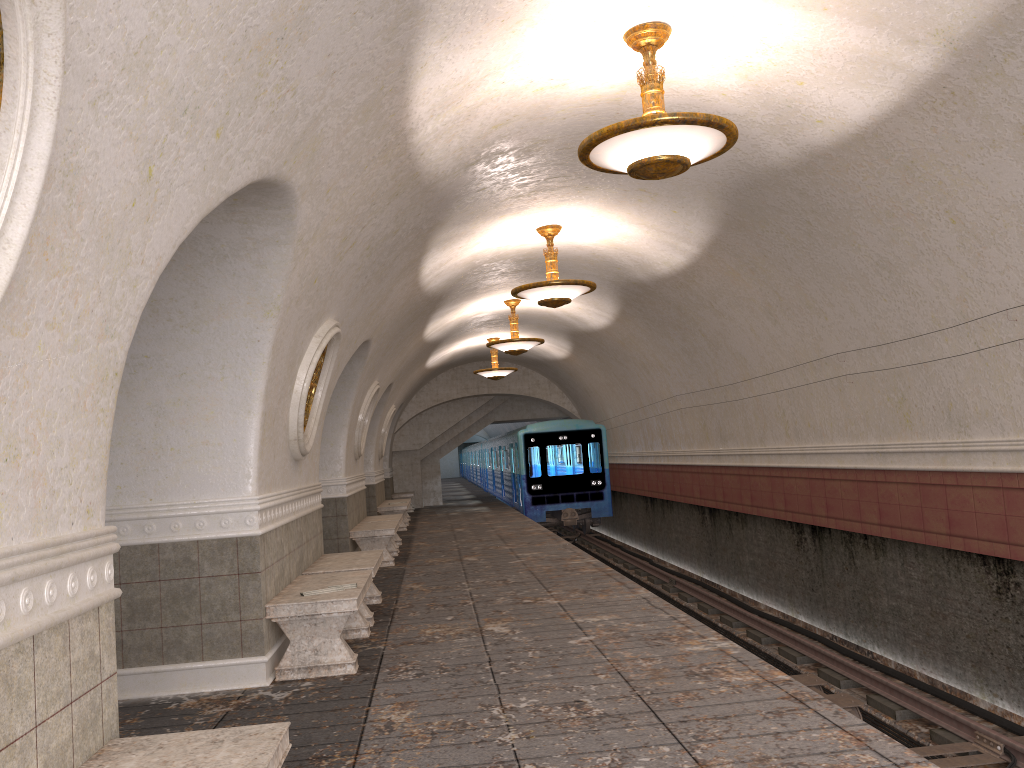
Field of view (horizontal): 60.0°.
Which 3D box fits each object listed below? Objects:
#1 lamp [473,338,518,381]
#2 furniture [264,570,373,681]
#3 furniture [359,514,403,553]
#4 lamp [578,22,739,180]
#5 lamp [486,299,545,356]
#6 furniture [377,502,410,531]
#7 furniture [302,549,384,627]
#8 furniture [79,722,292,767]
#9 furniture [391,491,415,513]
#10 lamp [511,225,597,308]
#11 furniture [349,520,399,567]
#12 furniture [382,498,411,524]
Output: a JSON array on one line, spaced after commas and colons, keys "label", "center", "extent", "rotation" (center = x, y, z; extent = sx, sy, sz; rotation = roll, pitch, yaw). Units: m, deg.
[{"label": "lamp", "center": [-0.391, -0.550, 20.032], "extent": [1.008, 0.955, 1.008], "rotation": [-8, -6, 40]}, {"label": "furniture", "center": [-1.386, 1.762, 6.626], "extent": [0.613, 0.508, 1.509], "rotation": [-4, -4, -5]}, {"label": "furniture", "center": [-2.073, 2.411, 14.270], "extent": [0.613, 0.508, 1.509], "rotation": [-4, -4, -5]}, {"label": "lamp", "center": [0.902, -1.771, 5.653], "extent": [1.008, 0.955, 1.008], "rotation": [-2, -5, -21]}, {"label": "lamp", "center": [0.040, -0.957, 15.238], "extent": [1.008, 0.955, 1.008], "rotation": [-5, -5, 10]}, {"label": "furniture", "center": [-2.455, 2.772, 18.518], "extent": [0.613, 0.508, 1.509], "rotation": [-4, -4, -5]}, {"label": "furniture", "center": [-1.536, 1.903, 8.294], "extent": [0.613, 0.508, 1.509], "rotation": [-4, -4, -5]}, {"label": "furniture", "center": [-1.000, 1.397, 2.331], "extent": [0.613, 0.508, 1.509], "rotation": [-4, -4, -5]}, {"label": "furniture", "center": [-3.017, 3.303, 24.773], "extent": [0.613, 0.508, 1.509], "rotation": [-4, -4, -5]}, {"label": "lamp", "center": [0.471, -1.364, 10.447], "extent": [1.008, 0.955, 1.008], "rotation": [-5, -5, 10]}, {"label": "furniture", "center": [-1.923, 2.269, 12.601], "extent": [0.613, 0.508, 1.509], "rotation": [-4, -4, -5]}, {"label": "furniture", "center": [-2.605, 2.913, 20.187], "extent": [0.613, 0.508, 1.509], "rotation": [-4, -4, -5]}]
